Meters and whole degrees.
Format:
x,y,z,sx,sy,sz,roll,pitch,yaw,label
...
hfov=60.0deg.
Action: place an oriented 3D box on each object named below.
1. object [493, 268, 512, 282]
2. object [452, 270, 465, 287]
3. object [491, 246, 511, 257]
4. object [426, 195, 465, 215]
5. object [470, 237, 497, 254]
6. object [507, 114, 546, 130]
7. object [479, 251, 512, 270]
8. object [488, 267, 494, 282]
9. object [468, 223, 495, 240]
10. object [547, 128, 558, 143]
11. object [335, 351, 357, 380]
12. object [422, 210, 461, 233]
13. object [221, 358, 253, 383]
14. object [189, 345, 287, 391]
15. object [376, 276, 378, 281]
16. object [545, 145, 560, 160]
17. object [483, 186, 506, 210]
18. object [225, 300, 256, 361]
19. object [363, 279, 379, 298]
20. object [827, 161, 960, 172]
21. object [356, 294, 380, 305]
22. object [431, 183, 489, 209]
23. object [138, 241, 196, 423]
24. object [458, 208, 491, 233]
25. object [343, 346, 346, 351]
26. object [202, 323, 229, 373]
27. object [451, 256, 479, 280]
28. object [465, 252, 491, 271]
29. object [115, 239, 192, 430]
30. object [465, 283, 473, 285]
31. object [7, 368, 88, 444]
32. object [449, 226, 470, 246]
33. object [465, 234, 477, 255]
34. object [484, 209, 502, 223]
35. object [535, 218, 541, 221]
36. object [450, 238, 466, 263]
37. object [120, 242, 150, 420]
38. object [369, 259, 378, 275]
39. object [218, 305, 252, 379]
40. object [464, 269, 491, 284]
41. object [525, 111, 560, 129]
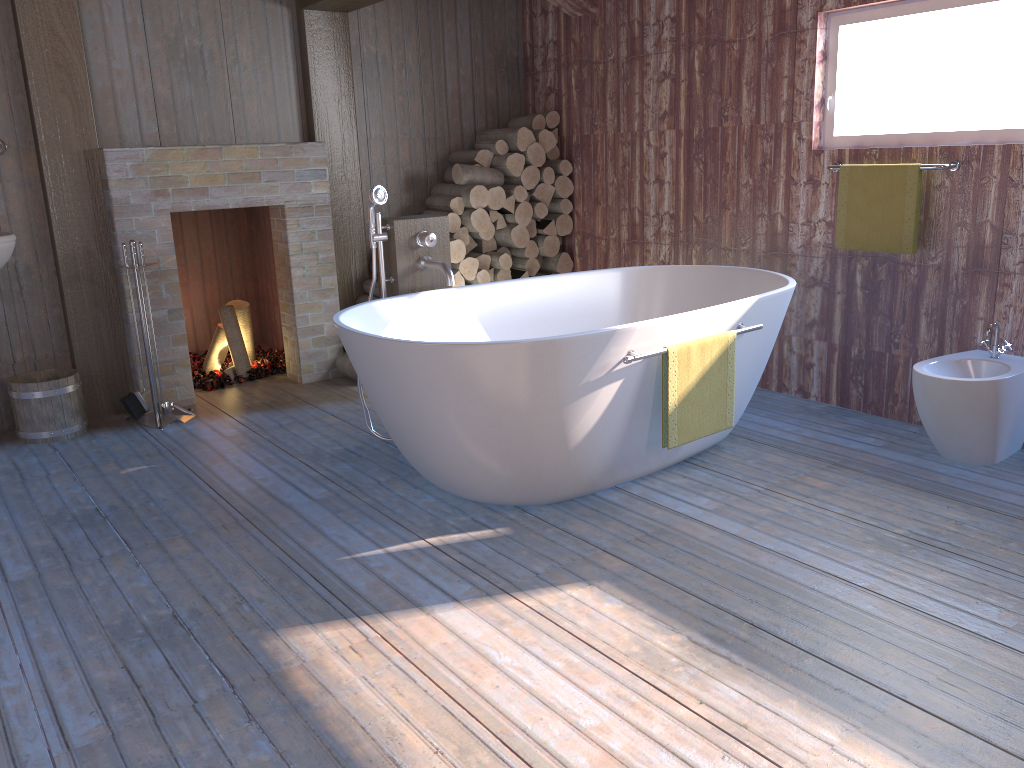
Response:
x,y,z,sx,sy,sz,roll,pitch,yaw,label
-0.138,-0.680,5.477,0.111,0.113,0.301,-13,18,-35,object
-0.479,-0.601,5.269,0.155,0.174,0.483,-13,18,-35,object
-0.138,-0.812,5.566,0.116,0.118,0.289,-13,18,-36,object
-0.391,-1.053,5.209,0.106,0.112,0.282,-12,17,-33,object
-0.228,-0.877,5.485,0.104,0.127,0.321,-12,18,-33,object
0.088,-1.594,5.473,0.104,0.121,0.270,-12,17,-33,object
-0.170,-0.765,5.427,0.098,0.100,0.437,-13,18,-35,object
-0.226,-0.675,5.411,0.086,0.089,0.279,-13,18,-36,object
-0.230,-0.934,5.340,0.115,0.123,0.291,-12,17,-33,object
0.170,-1.557,5.564,0.081,0.100,0.281,-12,18,-34,object
-0.899,-0.097,5.030,0.141,0.143,0.437,-13,18,-35,object
-0.422,-0.953,5.190,0.115,0.123,0.291,-12,17,-33,object
-1.603,-0.079,5.180,0.085,0.084,0.278,1,15,11,object
-1.770,-0.125,5.439,0.935,0.085,0.829,9,18,36,object
-0.648,-0.547,5.125,0.137,0.133,0.437,-13,18,-35,object
0.176,-1.459,5.571,0.107,0.115,0.269,-12,17,-33,object
-0.218,-1.122,5.315,0.138,0.147,0.440,-12,18,-33,object
-1.643,-0.284,5.380,0.140,0.459,0.266,-7,15,-17,object
-0.760,-0.543,5.110,0.101,0.103,0.242,-12,17,-33,object
1.559,-0.904,3.700,0.091,0.043,0.581,-12,18,-33,object
-0.754,-0.436,5.070,0.117,0.120,0.370,-13,18,-35,object
-0.311,-1.115,5.248,0.135,0.145,0.439,-12,18,-33,object
-1.699,-0.248,4.262,0.206,0.871,0.126,0,15,8,object
-0.313,-0.979,5.271,0.141,0.143,0.437,-13,18,-35,object
-0.913,-0.210,5.092,0.099,0.093,0.280,-12,17,-33,object
-1.737,-0.203,5.250,0.221,0.306,0.121,-4,15,-7,object
-0.379,-0.713,5.306,0.139,0.148,0.458,-12,18,-33,object
-0.256,-0.744,5.374,0.114,0.120,0.303,-12,17,-33,object
-1.797,-0.248,4.269,0.276,0.888,0.333,-1,15,7,object
-0.314,-0.569,5.379,0.114,0.120,0.303,-12,17,-33,object
-2.177,0.101,4.168,0.309,0.290,0.308,-9,16,-24,object
-0.381,-0.880,5.258,0.111,0.113,0.301,-13,18,-34,object
-0.348,-0.864,5.396,0.128,0.150,0.323,-12,18,-34,object
-0.176,-1.022,5.363,0.088,0.092,0.280,-12,17,-33,object
0.118,-1.057,5.560,0.067,0.069,0.177,-12,18,-34,object
-0.446,-0.799,5.218,0.138,0.147,0.440,-12,18,-33,object
-1.825,-0.236,4.187,0.062,0.846,0.136,8,18,35,object
-0.655,-0.676,5.104,0.139,0.137,0.455,-13,18,-35,object
-1.598,-0.237,5.136,0.098,0.434,0.283,-13,18,-35,object
-0.298,-0.659,5.354,0.098,0.100,0.437,-13,18,-35,object
0.173,-1.636,5.528,0.112,0.113,0.271,-12,18,-34,object
